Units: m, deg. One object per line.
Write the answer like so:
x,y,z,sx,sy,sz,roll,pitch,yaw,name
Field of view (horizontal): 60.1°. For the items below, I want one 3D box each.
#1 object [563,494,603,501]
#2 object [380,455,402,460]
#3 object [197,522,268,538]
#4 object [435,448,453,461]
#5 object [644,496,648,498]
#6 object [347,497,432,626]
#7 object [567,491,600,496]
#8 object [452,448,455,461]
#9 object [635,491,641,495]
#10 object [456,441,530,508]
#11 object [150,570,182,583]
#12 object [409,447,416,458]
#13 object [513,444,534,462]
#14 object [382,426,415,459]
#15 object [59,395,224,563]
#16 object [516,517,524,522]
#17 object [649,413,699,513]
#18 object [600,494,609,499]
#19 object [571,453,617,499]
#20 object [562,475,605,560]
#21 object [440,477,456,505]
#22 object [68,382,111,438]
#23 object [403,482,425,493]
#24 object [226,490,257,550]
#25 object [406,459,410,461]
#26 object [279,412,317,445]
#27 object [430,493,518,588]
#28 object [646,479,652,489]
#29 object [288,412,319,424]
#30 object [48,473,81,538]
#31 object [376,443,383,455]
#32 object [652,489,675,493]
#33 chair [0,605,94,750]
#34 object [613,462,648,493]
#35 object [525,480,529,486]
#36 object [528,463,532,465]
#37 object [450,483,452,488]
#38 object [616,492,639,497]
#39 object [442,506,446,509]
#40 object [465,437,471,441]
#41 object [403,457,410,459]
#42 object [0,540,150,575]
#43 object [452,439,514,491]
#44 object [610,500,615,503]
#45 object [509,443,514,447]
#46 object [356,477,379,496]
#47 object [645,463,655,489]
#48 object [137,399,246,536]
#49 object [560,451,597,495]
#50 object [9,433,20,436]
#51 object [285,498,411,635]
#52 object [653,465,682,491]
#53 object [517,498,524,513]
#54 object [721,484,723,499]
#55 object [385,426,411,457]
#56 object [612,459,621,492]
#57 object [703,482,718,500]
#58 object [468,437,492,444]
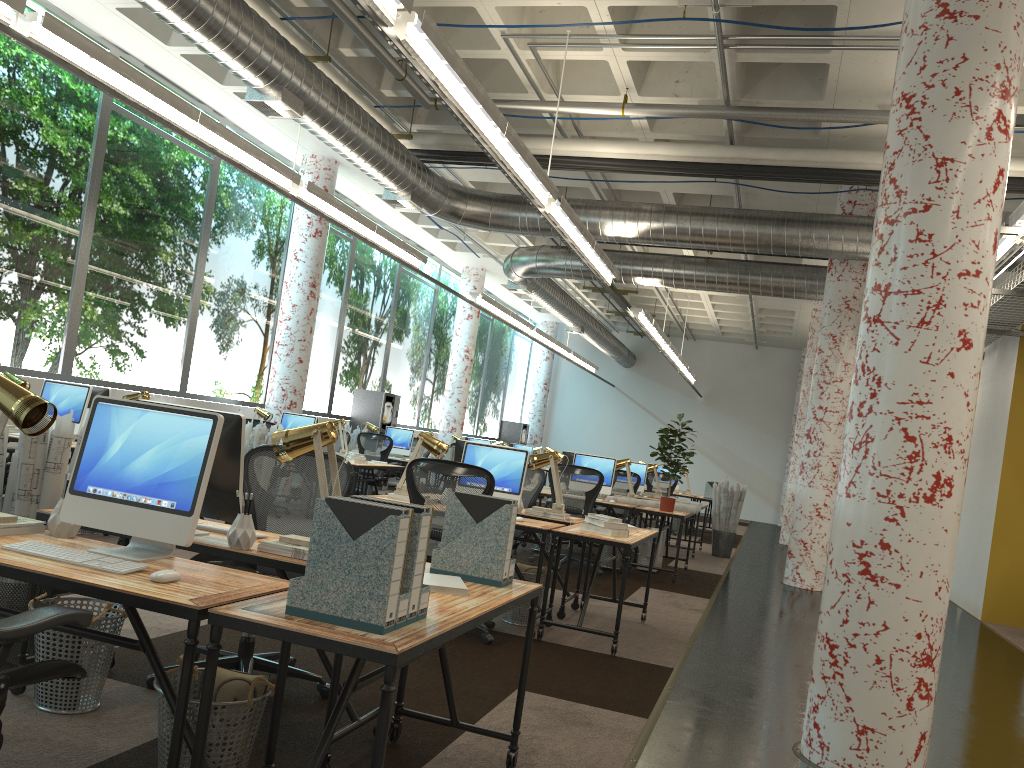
0.785,1.246,9.729,0.438,0.017,0.119,7,-4,17,object
-1.917,1.142,13.803,0.438,0.017,0.119,7,-4,17,object
-1.208,0.583,3.591,0.438,0.017,0.119,7,-4,17,object
-1.049,1.107,13.538,0.280,0.302,0.151,8,-1,17,object
1.911,1.614,12.649,0.059,0.029,0.106,7,-4,18,object
-0.374,0.488,2.474,0.280,0.302,0.151,8,-1,17,object
0.859,1.321,10.722,0.438,0.017,0.119,7,-4,17,object
-1.008,1.122,13.679,0.280,0.302,0.151,8,-1,17,object
1.906,1.571,13.384,0.102,0.209,0.101,9,-1,-28,object
-0.140,0.677,6.297,0.483,0.485,0.190,8,-1,17,object
-0.973,0.539,2.498,0.059,0.029,0.106,7,-4,18,object
-1.612,1.131,14.437,0.102,0.209,0.101,9,-1,-28,object
0.242,1.681,20.943,0.483,0.485,0.190,8,-1,17,object
-2.129,1.260,14.094,1.075,1.208,0.191,8,-1,17,object
-1.163,0.303,2.807,0.483,0.485,0.190,8,-1,17,object
0.050,0.913,5.988,0.059,0.029,0.106,7,-4,18,object
1.705,0.829,9.477,0.513,1.077,0.439,8,-1,7,object
1.090,1.236,10.363,0.102,0.209,0.101,9,-1,-28,object
0.905,1.042,9.937,0.483,0.485,0.190,8,-1,17,object
0.890,1.550,10.010,0.847,0.932,0.105,8,-1,12,object
-0.463,0.780,6.450,0.102,0.209,0.101,9,-1,-28,object
-3.843,0.250,7.973,0.483,0.485,0.190,8,-1,17,object
-1.581,1.722,13.948,0.358,0.434,0.354,8,-2,13,object
-0.978,0.497,3.232,0.102,0.209,0.101,9,-1,-28,object
-1.607,1.173,13.702,0.059,0.029,0.106,7,-4,18,object
-2.677,0.616,11.018,0.483,0.485,0.190,8,-1,17,object
-0.131,0.577,3.302,0.280,0.302,0.151,8,-1,17,object
2.613,1.901,16.896,0.102,0.209,0.101,9,-1,-28,object
-2.776,0.639,11.599,0.483,0.485,0.190,8,-1,17,object
-1.486,0.406,2.960,0.102,0.209,0.101,9,-1,-28,object
-2.120,1.040,14.164,0.102,0.209,0.101,9,-1,-28,object
2.816,2.003,16.535,0.438,0.017,0.119,7,-4,17,object
-1.441,0.655,2.196,0.770,1.085,0.793,8,-2,1,chair
1.721,1.377,12.958,0.483,0.485,0.190,8,-1,17,object
0.457,2.466,20.879,0.358,0.434,0.354,8,-2,13,object
0.427,1.875,21.368,0.102,0.209,0.101,9,-1,-28,object
-1.202,2.069,18.458,0.358,0.434,0.354,8,-2,13,object
1.601,1.582,12.750,0.438,0.017,0.119,7,-4,17,object
-0.260,0.881,6.089,0.438,0.017,0.119,7,-4,17,object
-0.773,1.370,18.412,0.483,0.485,0.190,8,-1,17,object
-1.842,1.217,14.796,0.438,0.017,0.119,7,-4,17,object
-1.283,0.508,2.598,0.438,0.017,0.119,7,-4,17,object
-0.239,0.700,6.878,0.483,0.485,0.190,8,-1,17,object
1.095,1.278,9.628,0.059,0.029,0.106,7,-4,18,object
0.143,1.704,21.524,0.483,0.485,0.190,8,-1,17,object
-2.328,1.659,14.639,0.354,0.434,0.367,10,-2,-38,object
2.837,1.821,17.324,0.483,0.485,0.190,8,-1,17,object
-1.262,0.326,3.388,0.483,0.485,0.190,8,-1,17,object
0.806,1.065,10.519,0.483,0.485,0.190,8,-1,17,object
-3.864,0.432,7.184,0.438,0.017,0.119,7,-4,17,object
-0.416,0.473,2.333,0.280,0.302,0.151,8,-1,17,object
2.936,1.798,16.743,0.483,0.485,0.190,8,-1,17,object
0.045,0.871,6.722,0.102,0.209,0.101,9,-1,-28,object
3.968,2.072,17.238,0.280,0.302,0.151,8,-1,17,object
-1.896,0.961,14.593,0.483,0.485,0.190,8,-1,17,object
1.622,1.401,13.540,0.483,0.485,0.190,8,-1,17,object
3.683,1.968,16.269,0.280,0.302,0.151,8,-1,17,object
-0.673,1.347,17.831,0.483,0.485,0.190,8,-1,17,object
